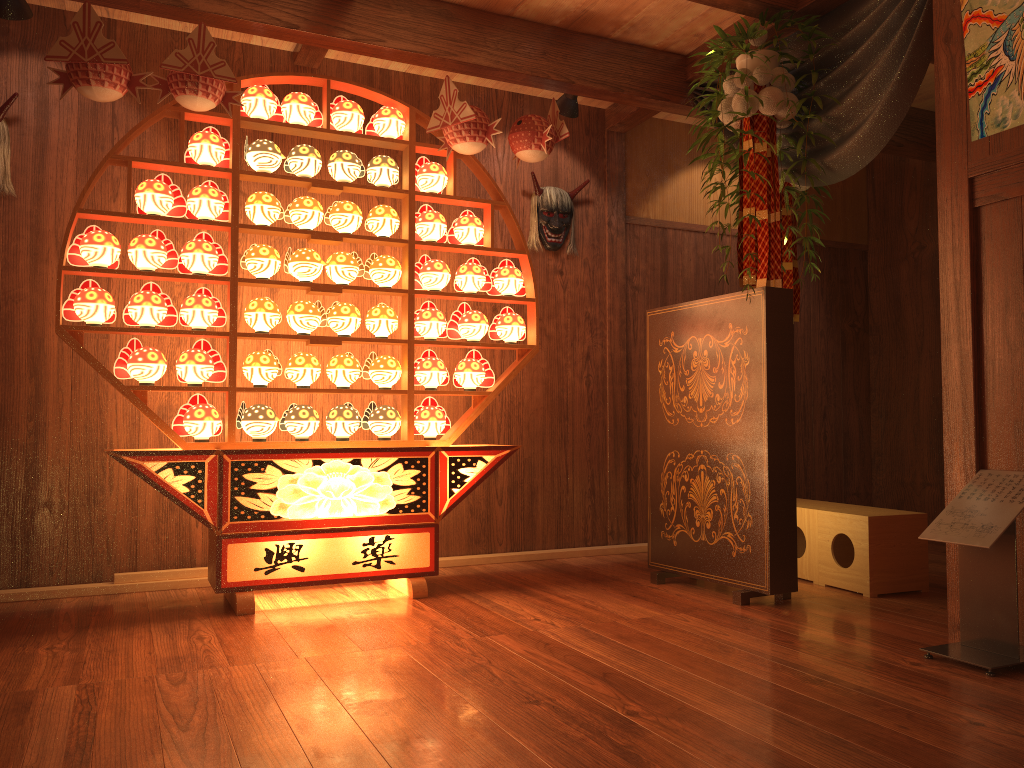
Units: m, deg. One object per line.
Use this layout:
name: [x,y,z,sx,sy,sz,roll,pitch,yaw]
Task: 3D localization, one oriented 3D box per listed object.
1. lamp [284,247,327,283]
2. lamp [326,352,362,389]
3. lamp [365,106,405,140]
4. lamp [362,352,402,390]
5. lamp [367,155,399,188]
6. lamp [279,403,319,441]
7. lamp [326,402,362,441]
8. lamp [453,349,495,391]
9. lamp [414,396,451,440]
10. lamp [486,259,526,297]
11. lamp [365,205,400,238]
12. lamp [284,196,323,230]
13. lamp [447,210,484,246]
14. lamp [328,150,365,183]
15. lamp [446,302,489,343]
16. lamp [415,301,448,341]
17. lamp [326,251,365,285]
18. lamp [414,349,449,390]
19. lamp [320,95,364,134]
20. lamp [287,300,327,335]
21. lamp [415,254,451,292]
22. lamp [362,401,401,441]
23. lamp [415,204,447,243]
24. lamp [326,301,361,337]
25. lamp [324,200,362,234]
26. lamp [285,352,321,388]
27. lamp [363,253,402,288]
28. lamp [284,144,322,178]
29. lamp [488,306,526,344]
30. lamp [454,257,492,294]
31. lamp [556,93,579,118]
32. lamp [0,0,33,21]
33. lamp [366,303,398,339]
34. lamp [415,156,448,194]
lamp: [-0.861,-0.500,3.731,0.156,0.161,0.140,0,-3,5]
lamp: [-0.723,-0.060,3.774,0.138,0.167,0.158,0,-3,5]
lamp: [-0.542,-1.167,3.914,0.194,0.188,0.153,1,-3,-20]
lamp: [-0.547,-0.059,3.859,0.152,0.173,0.144,-2,-3,30]
lamp: [-0.568,-0.940,3.891,0.141,0.173,0.155,0,-3,-10]
lamp: [-0.871,0.159,3.688,0.144,0.161,0.151,3,-4,-45]
lamp: [-0.723,0.159,3.763,0.138,0.167,0.158,0,-3,5]
lamp: [-0.194,-0.066,4.033,0.198,0.200,0.159,-1,-3,10]
lamp: [-0.364,0.151,3.940,0.197,0.197,0.155,0,-3,-10]
lamp: [-0.015,-0.502,4.141,0.203,0.200,0.155,0,-3,-10]
lamp: [-0.563,-0.720,3.881,0.143,0.173,0.153,1,-3,-20]
lamp: [-0.864,-0.721,3.735,0.144,0.161,0.151,3,-4,-45]
lamp: [-0.197,-0.724,4.062,0.192,0.195,0.155,0,-3,-10]
lamp: [-0.728,-0.940,3.818,0.137,0.167,0.159,-1,-3,15]
lamp: [-0.173,-0.285,4.053,0.207,0.200,0.152,2,-4,-40]
lamp: [-0.364,-0.287,3.958,0.193,0.195,0.154,1,-3,-15]
lamp: [-0.735,-0.500,3.799,0.135,0.167,0.161,-2,-3,30]
lamp: [-0.360,-0.066,3.949,0.189,0.194,0.154,1,-3,-15]
lamp: [-0.708,-1.177,3.833,0.207,0.200,0.152,2,-3,-35]
lamp: [-0.882,-0.280,3.712,0.134,0.161,0.162,-2,-4,40]
lamp: [-0.341,-0.502,3.981,0.196,0.187,0.151,3,-4,-45]
lamp: [-0.548,0.160,3.851,0.152,0.173,0.144,-2,-3,30]
lamp: [-0.362,-0.729,3.981,0.206,0.200,0.153,1,-3,-25]
lamp: [-0.714,-0.280,3.786,0.144,0.167,0.151,2,-4,-40]
lamp: [-0.711,-0.720,3.810,0.144,0.167,0.151,3,-4,-45]
lamp: [-0.870,-0.060,3.697,0.143,0.161,0.153,1,-3,-25]
lamp: [-0.549,-0.500,3.881,0.152,0.173,0.144,-2,-3,35]
lamp: [-0.873,-0.941,3.740,0.144,0.161,0.152,2,-3,-35]
lamp: [-0.005,-0.278,4.134,0.186,0.192,0.154,1,-3,-15]
lamp: [-0.192,-0.501,4.057,0.180,0.191,0.158,0,-3,5]
lamp: [0.271,-1.411,4.406,0.137,0.177,0.173,0,-3,-5]
lamp: [-1.886,-1.456,3.347,0.140,0.176,0.169,2,-4,-39]
lamp: [-0.568,-0.280,3.858,0.141,0.173,0.155,0,-3,-10]
lamp: [-0.356,-0.949,3.996,0.207,0.200,0.152,2,-4,-40]
